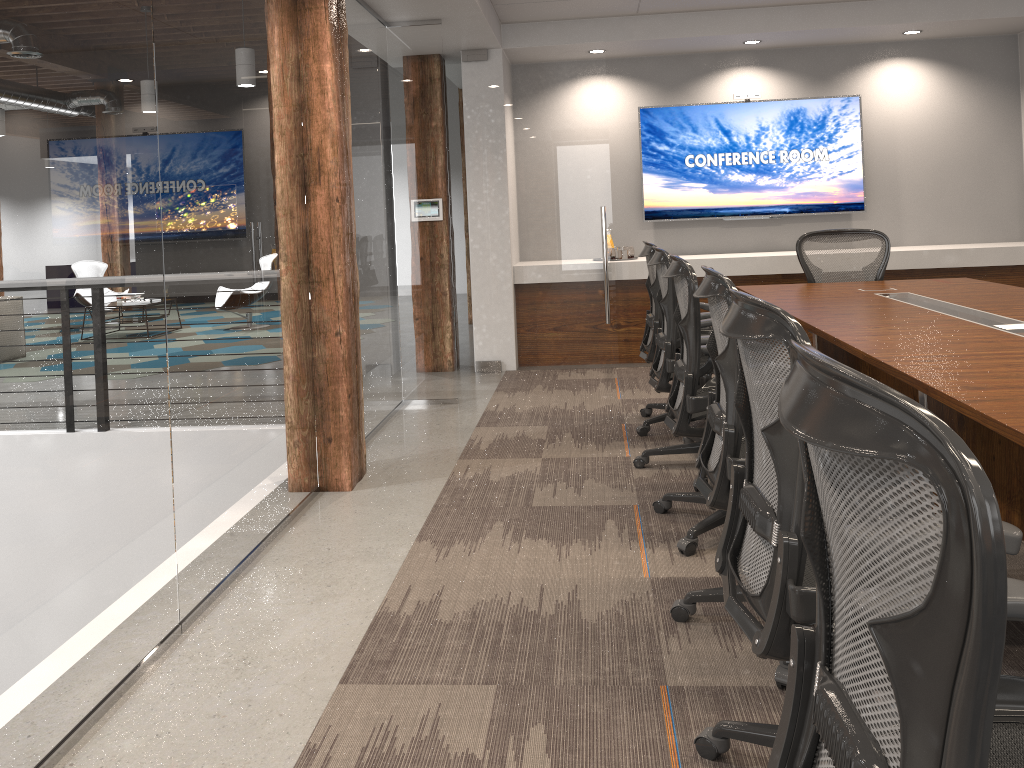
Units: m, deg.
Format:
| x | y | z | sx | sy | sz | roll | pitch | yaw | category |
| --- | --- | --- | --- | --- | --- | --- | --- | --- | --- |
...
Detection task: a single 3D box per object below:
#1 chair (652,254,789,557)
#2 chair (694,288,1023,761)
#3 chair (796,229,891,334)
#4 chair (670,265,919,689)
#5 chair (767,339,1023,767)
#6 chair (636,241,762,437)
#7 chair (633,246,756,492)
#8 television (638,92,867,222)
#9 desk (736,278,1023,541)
| x | y | z | sx | sy | sz | roll | pitch | yaw | category |
| --- | --- | --- | --- | --- | --- | --- | --- | --- | --- |
| 0.951 | 0.019 | 3.429 | 0.761 | 1.083 | 0.810 | -3 | 4 | -2 | chair |
| 0.797 | 0.335 | 1.829 | 0.762 | 1.083 | 0.810 | -3 | 4 | -5 | chair |
| 2.167 | -0.420 | 5.416 | 0.772 | 1.083 | 0.799 | -3 | 4 | -11 | chair |
| 0.864 | 0.173 | 2.651 | 0.793 | 1.083 | 0.777 | -3 | 4 | -9 | chair |
| 0.639 | 0.492 | 1.055 | 0.794 | 1.083 | 0.776 | -3 | 4 | -13 | chair |
| 1.087 | -0.296 | 5.026 | 0.761 | 1.083 | 0.810 | -2 | 4 | 11 | chair |
| 0.973 | -0.143 | 4.263 | 0.794 | 1.083 | 0.777 | -3 | 4 | -11 | chair |
| 2.083 | -1.990 | 7.613 | 1.906 | 1.102 | 0.065 | -2 | 0 | 5 | television |
| 1.857 | 0.330 | 2.450 | 1.402 | 0.744 | 6.150 | -2 | 11 | 5 | desk |
